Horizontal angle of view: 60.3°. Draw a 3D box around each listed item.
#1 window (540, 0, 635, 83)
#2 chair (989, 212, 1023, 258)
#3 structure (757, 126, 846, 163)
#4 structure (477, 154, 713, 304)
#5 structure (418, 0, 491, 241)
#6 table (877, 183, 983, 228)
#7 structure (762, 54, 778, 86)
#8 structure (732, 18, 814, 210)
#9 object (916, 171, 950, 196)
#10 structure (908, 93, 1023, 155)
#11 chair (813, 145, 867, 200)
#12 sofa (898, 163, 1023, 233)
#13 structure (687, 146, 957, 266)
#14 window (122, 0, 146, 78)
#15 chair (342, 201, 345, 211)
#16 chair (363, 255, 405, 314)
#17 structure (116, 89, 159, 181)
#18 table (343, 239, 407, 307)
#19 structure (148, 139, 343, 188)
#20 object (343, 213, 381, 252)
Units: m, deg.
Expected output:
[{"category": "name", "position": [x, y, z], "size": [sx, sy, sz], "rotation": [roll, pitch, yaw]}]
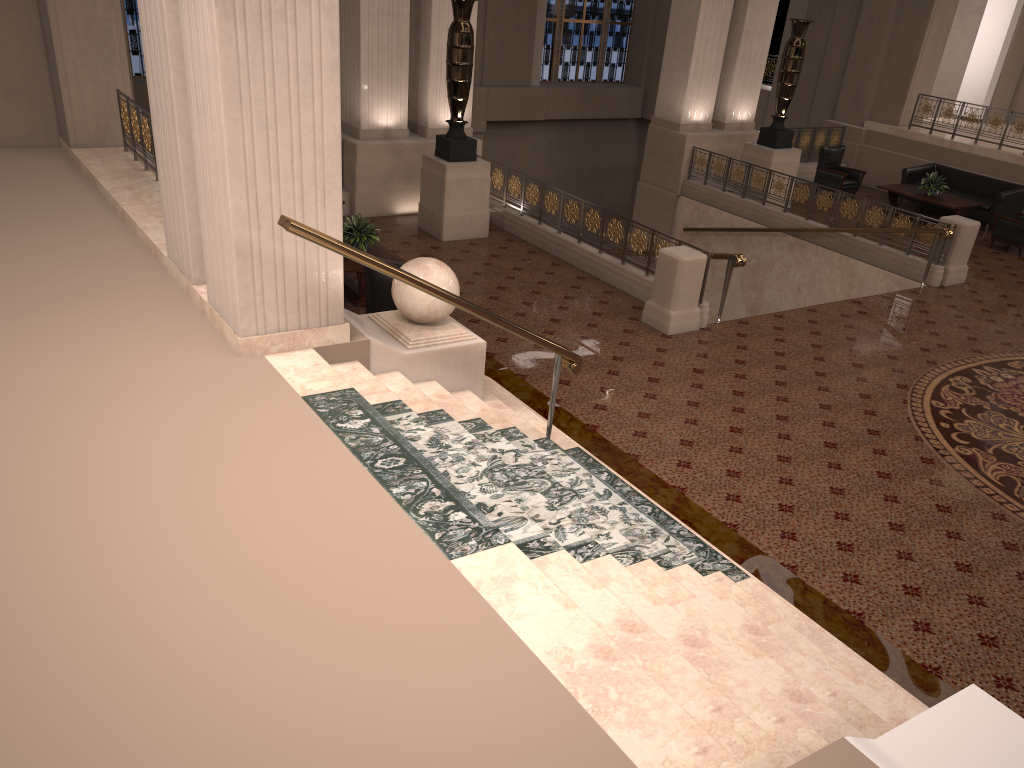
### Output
[{"category": "window", "position": [1.804, -9.872, 20.322], "size": [2.954, 5.630, 0.067], "rotation": [-12, 34, -29]}, {"category": "chair", "position": [7.801, -2.428, 13.394], "size": [0.640, 0.887, 0.691], "rotation": [-13, 33, -30]}, {"category": "structure", "position": [5.388, -4.498, 16.636], "size": [2.507, 0.688, 0.031], "rotation": [-11, 33, -30]}, {"category": "structure", "position": [0.770, -2.080, 11.043], "size": [0.078, 0.565, 4.755], "rotation": [-14, 32, -30]}, {"category": "structure", "position": [-0.685, -3.328, 11.210], "size": [0.692, 2.929, 0.674], "rotation": [-14, 34, -30]}, {"category": "table", "position": [6.917, -2.951, 14.763], "size": [0.829, 0.458, 1.421], "rotation": [-12, 32, -31]}, {"category": "structure", "position": [5.109, -7.047, 19.564], "size": [0.030, 0.702, 2.077], "rotation": [-15, 33, -31]}, {"category": "structure", "position": [4.300, -4.281, 14.150], "size": [0.692, 2.929, 0.674], "rotation": [-14, 34, -30]}, {"category": "object", "position": [6.946, -3.315, 14.536], "size": [0.502, 0.396, 0.499], "rotation": [4, 27, -2]}, {"category": "structure", "position": [8.435, -4.334, 15.062], "size": [0.031, 0.657, 3.560], "rotation": [-15, 32, -31]}, {"category": "chair", "position": [5.834, -3.761, 15.721], "size": [0.638, 0.887, 0.694], "rotation": [-16, 35, -35]}, {"category": "sofa", "position": [7.698, -3.222, 15.152], "size": [0.865, 0.743, 1.852], "rotation": [-13, 32, -31]}, {"category": "structure", "position": [4.329, -2.761, 13.141], "size": [0.078, 0.565, 4.759], "rotation": [-15, 33, -31]}, {"category": "window", "position": [-6.925, -8.202, 15.175], "size": [2.954, 5.630, 0.067], "rotation": [-12, 34, -29]}, {"category": "chair", "position": [-2.516, -2.162, 10.794], "size": [0.711, 0.887, 0.622], "rotation": [15, 30, 17]}, {"category": "chair", "position": [-0.998, -0.821, 8.361], "size": [0.644, 0.887, 0.687], "rotation": [13, 29, 13]}, {"category": "structure", "position": [-3.214, -2.106, 8.193], "size": [0.031, 0.657, 3.560], "rotation": [-15, 32, -31]}, {"category": "table", "position": [-1.818, -1.280, 9.613], "size": [0.829, 0.458, 1.421], "rotation": [-12, 32, -31]}, {"category": "structure", "position": [-3.392, -2.818, 11.459], "size": [2.507, 0.688, 0.031], "rotation": [-11, 33, -30]}, {"category": "object", "position": [-1.638, -1.622, 9.372], "size": [0.502, 0.396, 0.499], "rotation": [4, 27, -2]}]
